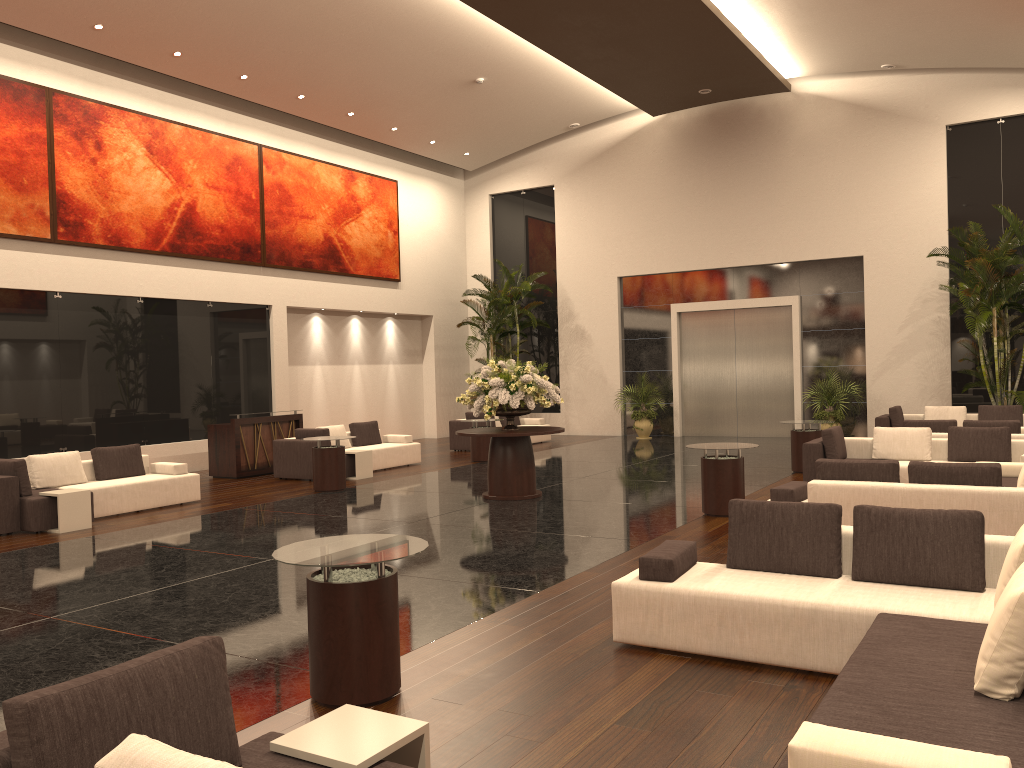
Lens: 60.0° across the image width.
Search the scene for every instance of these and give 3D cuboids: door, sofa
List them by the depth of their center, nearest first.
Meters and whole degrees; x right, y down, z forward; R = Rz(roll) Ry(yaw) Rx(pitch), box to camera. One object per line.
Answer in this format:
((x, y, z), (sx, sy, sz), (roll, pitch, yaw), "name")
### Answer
((-0.248, 1.282, 2.216), (2.846, 0.862, 1.291), (-1, 1, 31), "sofa")
((1.367, 1.204, 4.288), (2.586, 0.862, 3.366), (-1, 1, 31), "sofa")
((4.124, 1.055, 8.871), (2.586, 0.862, 3.366), (-1, 1, 31), "sofa")
((5.232, 0.987, 11.259), (2.846, 0.862, 1.291), (-1, 1, 31), "sofa")
((-5.482, 1.293, 11.574), (1.291, 0.862, 2.846), (-1, 1, 31), "sofa")
((7.063, 0.897, 13.720), (2.586, 0.862, 3.366), (-1, 1, 31), "sofa")
((-2.802, 1.148, 15.997), (1.291, 0.862, 2.846), (-1, 1, 31), "sofa")
((8.171, 0.828, 16.109), (2.846, 0.862, 1.291), (-1, 1, 31), "sofa")
((-0.113, 1.003, 20.434), (1.291, 0.862, 2.846), (-1, 1, 31), "sofa")
((5.347, -0.261, 21.138), (2.767, 3.048, 0.040), (-1, 1, 31), "door")

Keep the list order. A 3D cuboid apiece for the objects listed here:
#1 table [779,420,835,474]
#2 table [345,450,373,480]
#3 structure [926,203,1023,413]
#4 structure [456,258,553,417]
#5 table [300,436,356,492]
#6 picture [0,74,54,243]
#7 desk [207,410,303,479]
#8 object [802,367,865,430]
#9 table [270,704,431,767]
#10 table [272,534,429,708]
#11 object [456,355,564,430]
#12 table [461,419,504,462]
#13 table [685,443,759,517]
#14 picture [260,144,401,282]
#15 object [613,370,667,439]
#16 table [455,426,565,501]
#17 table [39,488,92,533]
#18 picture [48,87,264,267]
((4.664, 0.994, 14.015), (0.833, 0.795, 0.844), (-2, 1, -8), "table")
((-2.640, 1.361, 14.989), (0.400, 0.460, 0.400), (-1, 1, 31), "table")
((9.420, -1.096, 17.031), (2.436, 4.611, 2.531), (-2, 1, 3), "structure")
((-0.105, -0.909, 22.976), (2.436, 4.611, 2.531), (-2, 1, 3), "structure")
((-2.779, 1.218, 13.477), (0.833, 0.795, 0.844), (-2, 1, -8), "table")
((-8.697, -3.501, 12.520), (0.070, 2.526, 4.515), (-1, 1, 31), "picture")
((-4.622, 1.071, 16.167), (0.760, 1.114, 1.634), (-1, 1, 31), "desk")
((6.868, 0.410, 19.219), (1.373, 1.682, 1.297), (-2, 1, -21), "object")
((-0.571, 1.479, 3.188), (0.400, 0.460, 0.400), (-1, 1, 31), "table")
((-0.862, 1.293, 4.840), (0.844, 0.795, 0.833), (-2, 1, -20), "table")
((-0.017, 0.085, 12.233), (1.453, 1.097, 1.402), (-2, 1, -13), "object")
((-0.564, 1.097, 17.186), (0.833, 0.795, 0.844), (-2, 1, -8), "table")
((2.449, 1.114, 10.305), (0.833, 0.795, 0.844), (-2, 1, -8), "table")
((-4.014, -3.754, 20.248), (0.070, 2.526, 4.515), (-1, 1, 31), "picture")
((3.191, 0.482, 21.511), (1.373, 1.682, 1.297), (-2, 1, -26), "object")
((-0.010, 1.093, 12.263), (1.498, 0.921, 1.498), (-1, 1, 22), "table")
((-5.320, 1.506, 10.566), (0.400, 0.460, 0.400), (-1, 1, 31), "table")
((-6.357, -3.627, 16.383), (0.070, 2.526, 4.515), (-1, 1, 31), "picture")
